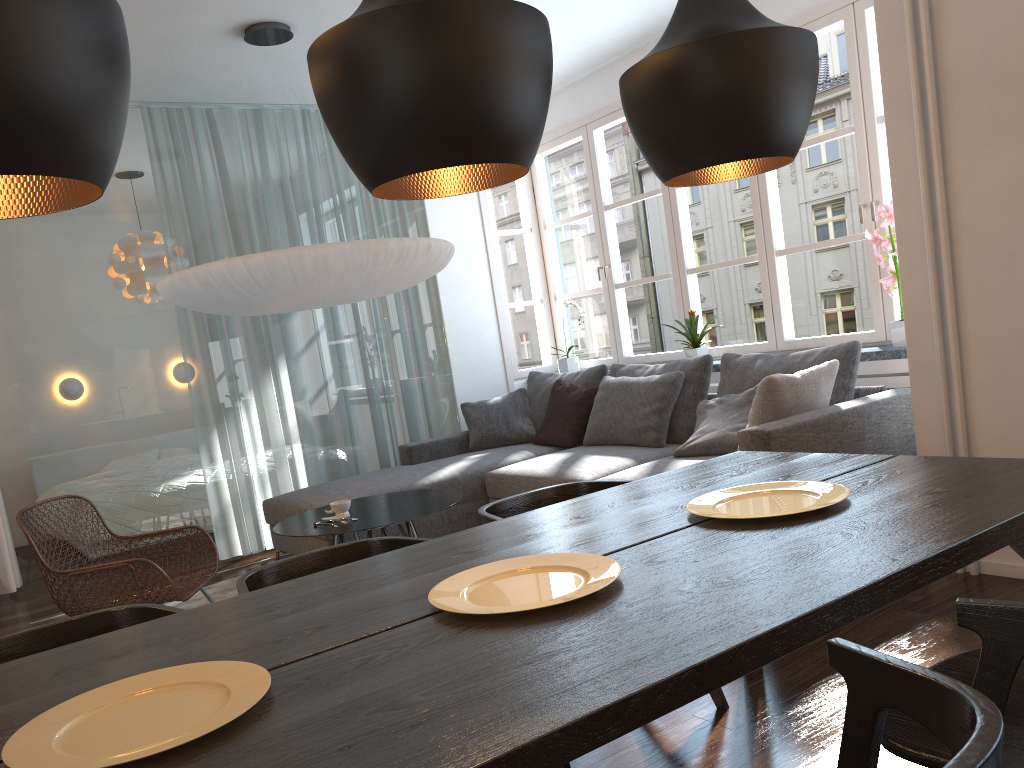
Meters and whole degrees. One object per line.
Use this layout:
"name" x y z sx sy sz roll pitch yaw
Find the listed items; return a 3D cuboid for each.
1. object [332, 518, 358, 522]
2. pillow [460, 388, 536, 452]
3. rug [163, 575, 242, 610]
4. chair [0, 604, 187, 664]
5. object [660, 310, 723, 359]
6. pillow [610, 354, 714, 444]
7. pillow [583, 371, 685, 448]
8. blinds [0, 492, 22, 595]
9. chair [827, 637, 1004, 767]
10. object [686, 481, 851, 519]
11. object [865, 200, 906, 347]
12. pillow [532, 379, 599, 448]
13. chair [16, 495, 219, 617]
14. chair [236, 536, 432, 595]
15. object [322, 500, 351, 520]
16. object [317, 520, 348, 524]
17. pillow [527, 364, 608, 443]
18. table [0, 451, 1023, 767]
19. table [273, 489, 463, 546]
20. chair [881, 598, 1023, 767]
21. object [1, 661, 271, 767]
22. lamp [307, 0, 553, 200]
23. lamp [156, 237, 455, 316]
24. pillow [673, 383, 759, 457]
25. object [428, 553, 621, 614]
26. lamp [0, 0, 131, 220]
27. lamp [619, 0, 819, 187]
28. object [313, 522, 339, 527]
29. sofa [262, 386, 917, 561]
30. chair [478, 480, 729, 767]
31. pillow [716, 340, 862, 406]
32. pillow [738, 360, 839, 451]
"object" -0.714 0.581 3.787 0.124 0.010 0.025 -8 4 23
"pillow" -0.095 0.239 5.906 0.515 0.362 0.344 -8 5 6
"rug" -0.717 1.049 4.065 2.846 0.012 2.809 -7 4 36
"chair" -0.839 0.852 1.786 0.588 0.677 0.520 -13 7 -35
"object" 1.114 -0.287 5.316 0.377 0.331 0.319 -6 6 31
"pillow" 0.806 0.103 5.096 0.275 0.478 0.839 -13 6 -33
"pillow" 0.685 0.151 5.034 0.290 0.400 0.667 -13 5 -34
"blinds" -3.783 -0.021 6.071 0.153 2.758 1.807 -13 7 -31
"chair" 0.309 0.712 1.064 0.588 0.677 0.520 -13 7 -35
"object" 0.570 0.263 1.980 0.353 0.017 0.356 -11 3 -30
"object" 1.824 -0.522 4.210 0.201 0.696 0.294 -4 8 35
"pillow" 0.331 0.180 5.520 0.308 0.406 0.521 -12 6 -32
"chair" -1.820 0.848 4.145 0.685 0.715 0.713 -9 5 -1
"chair" -0.338 0.757 2.118 0.589 0.677 0.519 -12 7 -33
"object" -0.769 0.555 3.868 0.138 0.069 0.091 -10 5 -21
"object" -0.766 0.587 3.763 0.164 0.016 0.025 -7 5 31
"pillow" 0.313 0.143 5.814 0.273 0.481 0.836 -13 6 -33
"table" 0.042 0.716 1.684 2.482 0.685 1.107 -11 5 -33
"table" -0.601 0.799 3.981 0.841 0.476 0.847 -11 5 -31
"chair" 0.906 0.601 1.426 0.588 0.677 0.520 -13 7 -37
"object" -0.522 0.470 1.256 0.353 0.017 0.356 -11 3 -30
"lamp" -0.147 -0.614 1.489 0.412 0.545 0.406 -5 7 33
"lamp" -1.004 -0.501 4.469 1.470 0.211 1.460 -9 3 3
"pillow" 1.050 0.168 4.308 0.493 0.324 0.440 -5 6 38
"object" 0.024 0.367 1.618 0.357 0.017 0.352 -7 4 37
"lamp" -0.717 -0.505 1.111 0.412 0.545 0.407 -7 6 14
"lamp" 0.424 -0.722 1.868 0.411 0.545 0.408 -9 6 0
"object" -0.787 0.593 3.727 0.168 0.015 0.014 -6 6 43
"sofa" 0.167 0.548 4.618 2.024 0.677 3.069 -11 4 -34
"chair" 0.216 0.651 2.493 0.588 0.677 0.520 -12 7 -35
"pillow" 1.305 0.068 4.331 0.273 0.480 0.837 -13 6 -33
"pillow" 1.158 0.139 3.747 0.490 0.418 0.286 -12 7 -34
